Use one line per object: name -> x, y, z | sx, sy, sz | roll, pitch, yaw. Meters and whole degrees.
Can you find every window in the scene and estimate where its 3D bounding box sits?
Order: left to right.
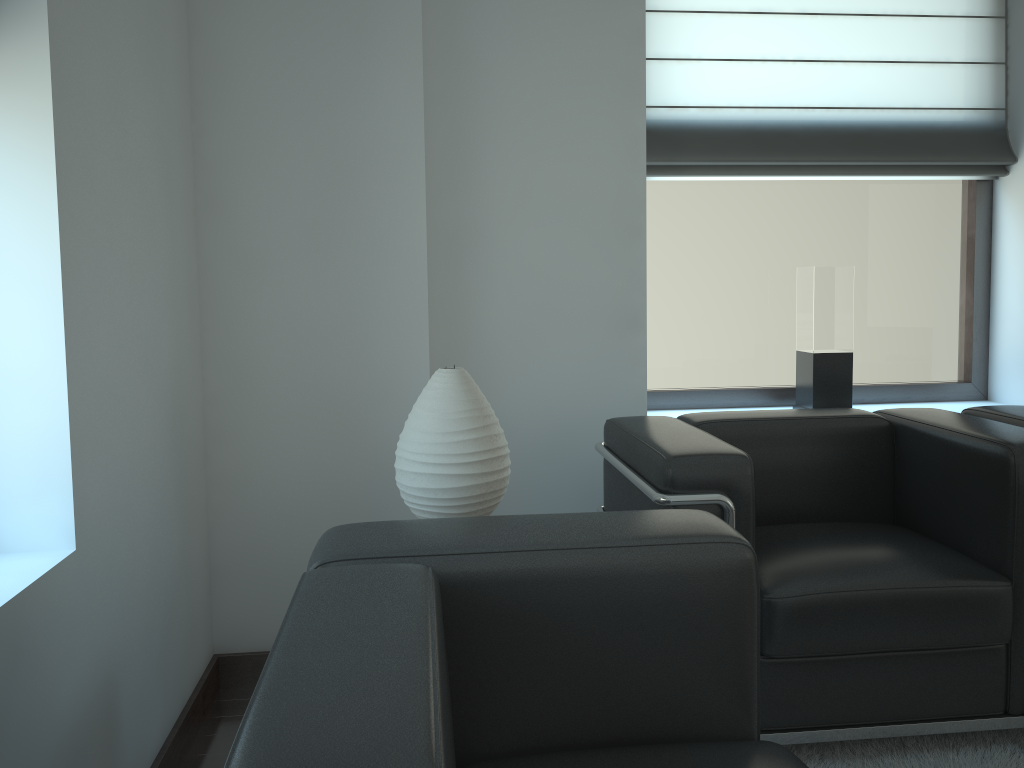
window -> 1.664, -1.244, 4.983 | 2.132, 2.725, 0.146 | -1, 4, -6

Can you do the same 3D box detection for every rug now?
rug -> 1.906, 1.549, 1.121 | 5.168, 0.110, 6.269 | -1, 6, -6

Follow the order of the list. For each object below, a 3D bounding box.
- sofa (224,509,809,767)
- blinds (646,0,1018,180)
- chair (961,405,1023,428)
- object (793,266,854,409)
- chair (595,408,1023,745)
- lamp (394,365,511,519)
sofa -> 0.231, 1.073, 0.636 | 1.123, 1.167, 3.486 | -1, 6, -6
blinds -> 1.675, -1.851, 4.770 | 2.123, 1.473, 0.223 | -1, 4, -6
chair -> 2.924, 0.701, 3.740 | 1.646, 1.168, 1.126 | -1, 5, -6
object -> 1.671, -0.238, 4.743 | 0.243, 0.774, 0.239 | -1, 4, -6
chair -> 1.248, 0.744, 3.573 | 1.646, 1.168, 1.126 | -1, 5, -6
lamp -> -0.190, 0.267, 2.855 | 0.375, 0.653, 0.375 | 1, 5, 23
